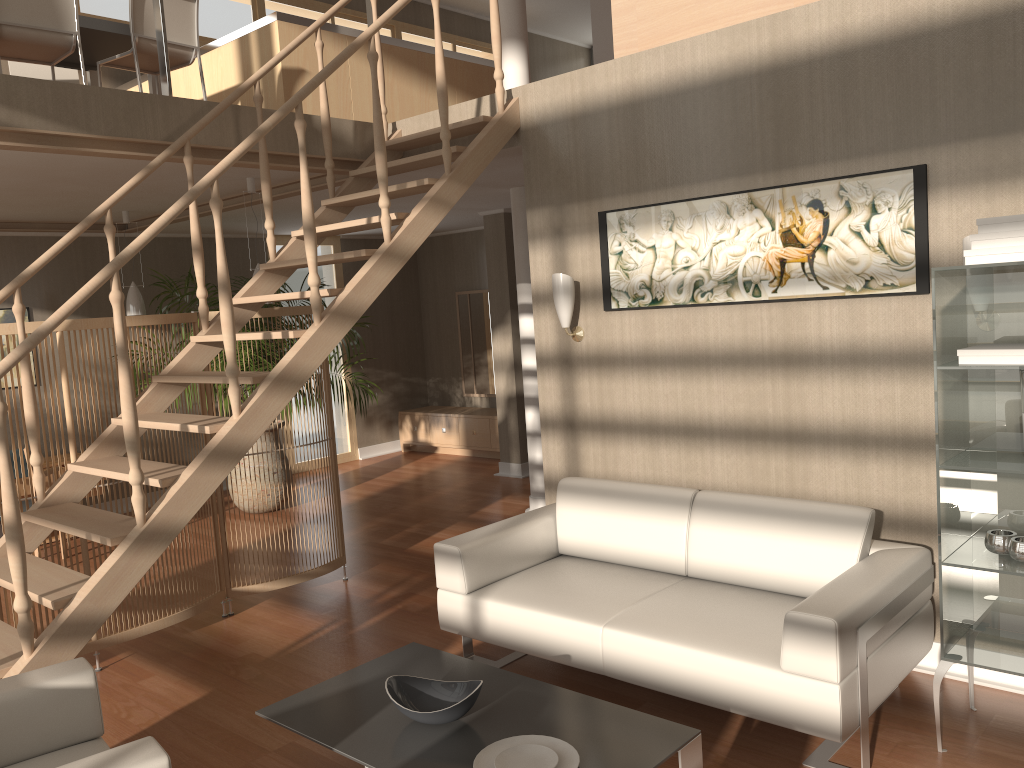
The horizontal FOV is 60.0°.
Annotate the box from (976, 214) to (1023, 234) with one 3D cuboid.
[{"bbox_3d":[1.575,-0.502,2.787,0.168,0.047,0.168,1,7,42],"label":"box"}]

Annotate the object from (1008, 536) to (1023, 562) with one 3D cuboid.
[{"bbox_3d":[1.653,0.533,2.850,0.103,0.066,0.103,-7,6,-28],"label":"object"}]

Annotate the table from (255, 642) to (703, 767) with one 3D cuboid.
[{"bbox_3d":[-0.137,1.192,2.774,1.260,0.293,0.700,1,7,42],"label":"table"}]

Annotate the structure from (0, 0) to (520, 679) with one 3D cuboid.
[{"bbox_3d":[-1.326,-0.477,3.898,1.000,3.578,3.150,1,7,42],"label":"structure"}]

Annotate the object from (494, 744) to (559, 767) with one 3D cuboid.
[{"bbox_3d":[0.040,1.050,2.453,0.178,0.020,0.178,-5,5,-8],"label":"object"}]

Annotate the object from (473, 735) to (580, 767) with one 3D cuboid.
[{"bbox_3d":[0.040,1.052,2.453,0.294,0.020,0.294,-3,5,14],"label":"object"}]

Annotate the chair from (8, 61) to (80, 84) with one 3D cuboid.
[{"bbox_3d":[-3.072,-1.869,5.969,0.430,0.796,0.496,-8,7,-38],"label":"chair"}]

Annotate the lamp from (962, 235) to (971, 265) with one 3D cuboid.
[{"bbox_3d":[1.704,-0.364,3.213,0.112,0.353,0.153,1,7,42],"label":"lamp"}]

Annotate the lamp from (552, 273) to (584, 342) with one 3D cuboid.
[{"bbox_3d":[0.281,-0.385,4.494,0.112,0.353,0.153,1,7,42],"label":"lamp"}]

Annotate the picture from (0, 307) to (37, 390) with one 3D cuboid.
[{"bbox_3d":[-4.288,-0.226,6.649,0.010,0.633,1.317,1,7,42],"label":"picture"}]

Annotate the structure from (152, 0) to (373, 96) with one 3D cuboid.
[{"bbox_3d":[-3.184,-1.845,5.260,3.475,0.900,3.300,1,7,42],"label":"structure"}]

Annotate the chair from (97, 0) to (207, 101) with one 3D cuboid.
[{"bbox_3d":[-2.140,-1.865,5.236,0.496,0.796,0.430,0,7,37],"label":"chair"}]

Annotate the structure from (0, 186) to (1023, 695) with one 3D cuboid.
[{"bbox_3d":[0.284,-0.211,5.505,8.342,2.533,10.775,1,7,42],"label":"structure"}]

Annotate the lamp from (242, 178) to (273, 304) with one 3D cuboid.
[{"bbox_3d":[-1.634,-0.912,5.668,0.139,0.800,0.139,-5,5,-12],"label":"lamp"}]

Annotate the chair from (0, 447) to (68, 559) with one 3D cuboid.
[{"bbox_3d":[-3.400,0.843,5.982,0.582,0.856,0.509,-5,5,-8],"label":"chair"}]

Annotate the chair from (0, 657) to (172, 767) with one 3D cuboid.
[{"bbox_3d":[-1.411,1.117,2.183,0.905,0.740,0.900,-8,7,-38],"label":"chair"}]

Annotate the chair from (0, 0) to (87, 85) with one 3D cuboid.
[{"bbox_3d":[-2.661,-1.796,4.885,0.430,0.796,0.496,-9,7,-43],"label":"chair"}]

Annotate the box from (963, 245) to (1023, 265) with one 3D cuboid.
[{"bbox_3d":[1.582,-0.408,2.795,0.232,0.047,0.232,1,7,42],"label":"box"}]

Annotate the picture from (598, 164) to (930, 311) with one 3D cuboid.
[{"bbox_3d":[1.014,-0.598,3.886,1.531,0.487,0.018,1,7,42],"label":"picture"}]

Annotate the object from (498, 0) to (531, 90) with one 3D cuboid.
[{"bbox_3d":[-0.016,-2.917,6.322,0.200,2.400,0.200,1,7,42],"label":"object"}]

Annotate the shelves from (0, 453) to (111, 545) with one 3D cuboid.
[{"bbox_3d":[-3.855,0.950,6.502,0.658,0.590,1.600,1,7,42],"label":"shelves"}]

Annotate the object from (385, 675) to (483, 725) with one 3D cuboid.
[{"bbox_3d":[-0.241,0.989,2.773,0.317,0.125,0.223,-3,5,14],"label":"object"}]

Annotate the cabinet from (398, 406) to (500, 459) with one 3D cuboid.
[{"bbox_3d":[-0.385,0.515,9.427,1.911,0.458,0.500,1,7,42],"label":"cabinet"}]

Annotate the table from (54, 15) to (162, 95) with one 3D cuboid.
[{"bbox_3d":[-3.146,-1.767,5.258,0.900,0.740,1.800,1,7,42],"label":"table"}]

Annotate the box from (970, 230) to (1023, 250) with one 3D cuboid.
[{"bbox_3d":[1.579,-0.455,2.793,0.200,0.047,0.200,1,7,42],"label":"box"}]

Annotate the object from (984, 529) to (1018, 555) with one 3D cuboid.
[{"bbox_3d":[1.627,0.526,2.944,0.103,0.066,0.103,-7,6,-28],"label":"object"}]

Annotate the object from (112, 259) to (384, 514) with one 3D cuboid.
[{"bbox_3d":[-2.171,0.123,7.353,2.109,2.304,2.157,-1,6,31],"label":"object"}]

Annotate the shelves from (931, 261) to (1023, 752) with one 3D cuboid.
[{"bbox_3d":[1.634,0.409,2.891,0.400,1.600,0.403,1,7,42],"label":"shelves"}]

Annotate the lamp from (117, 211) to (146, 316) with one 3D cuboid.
[{"bbox_3d":[-2.940,-0.931,6.843,0.139,0.800,0.139,-2,6,17],"label":"lamp"}]

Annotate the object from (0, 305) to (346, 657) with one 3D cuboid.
[{"bbox_3d":[-1.788,0.433,4.407,2.229,1.542,0.233,-9,7,-43],"label":"object"}]

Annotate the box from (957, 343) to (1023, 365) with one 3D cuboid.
[{"bbox_3d":[1.587,-0.096,2.831,0.232,0.047,0.232,-9,7,-43],"label":"box"}]

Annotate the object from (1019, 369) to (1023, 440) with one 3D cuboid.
[{"bbox_3d":[1.693,0.097,2.824,0.129,0.291,0.129,-3,5,14],"label":"object"}]

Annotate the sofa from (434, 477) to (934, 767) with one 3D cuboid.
[{"bbox_3d":[0.623,0.847,3.580,1.781,0.740,0.905,1,7,42],"label":"sofa"}]
